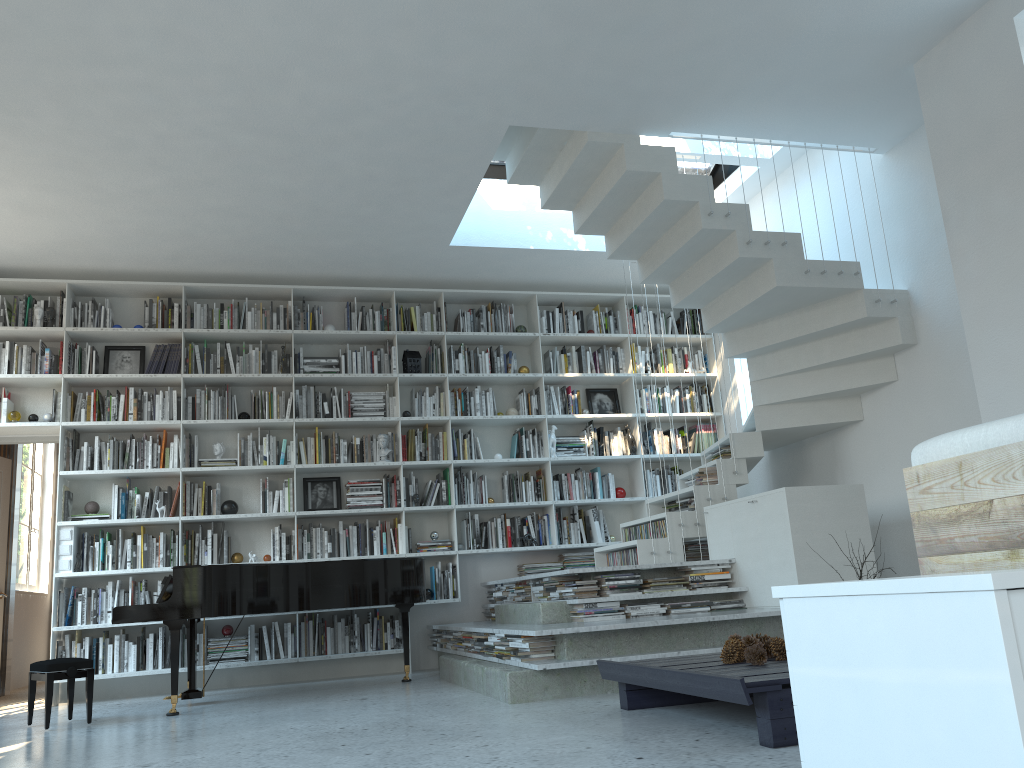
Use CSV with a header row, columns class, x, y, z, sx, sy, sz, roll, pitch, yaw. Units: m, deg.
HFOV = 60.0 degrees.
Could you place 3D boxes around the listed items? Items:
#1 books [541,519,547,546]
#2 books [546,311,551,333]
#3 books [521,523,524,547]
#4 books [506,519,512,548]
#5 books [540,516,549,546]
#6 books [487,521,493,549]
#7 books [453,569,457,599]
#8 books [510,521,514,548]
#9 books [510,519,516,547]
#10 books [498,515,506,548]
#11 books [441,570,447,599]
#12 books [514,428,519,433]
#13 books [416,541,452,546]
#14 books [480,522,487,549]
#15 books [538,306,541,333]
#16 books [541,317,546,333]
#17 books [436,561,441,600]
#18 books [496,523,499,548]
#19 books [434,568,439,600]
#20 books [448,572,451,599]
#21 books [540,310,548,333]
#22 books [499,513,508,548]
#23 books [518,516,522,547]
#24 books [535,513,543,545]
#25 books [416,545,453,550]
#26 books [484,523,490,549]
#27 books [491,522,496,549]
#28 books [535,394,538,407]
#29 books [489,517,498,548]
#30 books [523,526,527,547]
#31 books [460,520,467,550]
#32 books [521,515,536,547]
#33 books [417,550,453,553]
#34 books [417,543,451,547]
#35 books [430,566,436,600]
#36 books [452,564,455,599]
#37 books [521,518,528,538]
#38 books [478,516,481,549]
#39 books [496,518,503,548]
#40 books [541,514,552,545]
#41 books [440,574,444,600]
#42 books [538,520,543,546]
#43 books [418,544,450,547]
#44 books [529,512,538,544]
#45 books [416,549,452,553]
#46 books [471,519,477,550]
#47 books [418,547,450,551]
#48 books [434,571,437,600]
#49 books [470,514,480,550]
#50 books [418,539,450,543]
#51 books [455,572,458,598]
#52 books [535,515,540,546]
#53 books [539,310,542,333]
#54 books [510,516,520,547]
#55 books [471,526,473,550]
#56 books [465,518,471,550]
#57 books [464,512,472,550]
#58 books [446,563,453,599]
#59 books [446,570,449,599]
class,x,y,z,sx,sy,sz,roll,pitch,yaw
books,0.252,1.271,7.531,0.025,0.227,0.176,0,-14,-16
books,0.307,-0.516,7.995,0.026,0.241,0.185,0,-14,-16
books,0.069,1.285,7.494,0.022,0.210,0.136,0,-14,-16
books,-0.048,1.266,7.452,0.031,0.243,0.185,0,-14,-16
books,0.274,1.258,7.547,0.026,0.257,0.157,0,-14,-16
books,-0.200,1.276,7.426,0.029,0.234,0.142,0,-14,-16
books,-0.475,1.615,7.156,0.013,0.232,0.149,0,-14,-16
books,-0.024,1.272,7.473,0.025,0.237,0.157,0,-14,-16
books,-0.004,1.272,7.485,0.021,0.242,0.131,0,-14,-16
books,-0.086,1.251,7.466,0.012,0.284,0.160,0,-14,-16
books,-0.546,1.616,7.121,0.026,0.224,0.175,0,-14,-16
books,0.056,0.538,7.690,0.016,0.289,0.135,0,-14,-16
books,-0.640,1.300,7.232,0.285,0.012,0.160,-1,-14,-12
books,-0.253,1.275,7.400,0.065,0.231,0.162,0,-14,-16
books,0.216,-0.538,7.988,0.028,0.293,0.150,0,-14,-16
books,0.263,-0.488,7.968,0.022,0.182,0.190,0,-14,-16
books,-0.596,1.586,7.142,0.032,0.299,0.149,0,-14,-16
books,-0.143,1.281,7.440,0.012,0.221,0.153,0,-14,-16
books,-0.612,1.607,7.112,0.014,0.245,0.176,0,-14,-16
books,-0.517,1.622,7.127,0.011,0.211,0.179,0,-14,-16
books,0.280,-0.519,7.993,0.025,0.250,0.178,0,-14,-16
books,-0.069,1.242,7.449,0.012,0.292,0.175,0,-14,-16
books,0.044,1.259,7.492,0.026,0.262,0.170,0,-14,-16
books,0.225,1.253,7.561,0.012,0.281,0.144,0,-14,-16
books,-0.637,1.335,7.221,0.285,0.012,0.160,-1,-14,-13
books,-0.216,1.282,7.410,0.011,0.216,0.176,0,-14,-16
books,-0.173,1.278,7.429,0.024,0.227,0.160,0,-14,-16
books,0.200,0.211,7.802,0.013,0.220,0.156,0,-14,-16
books,-0.156,1.258,7.436,0.014,0.267,0.172,0,-14,-16
books,0.094,1.297,7.491,0.025,0.180,0.169,0,-14,-16
books,-0.399,1.265,7.366,0.012,0.253,0.161,0,-14,-16
books,0.147,1.255,7.513,0.070,0.265,0.186,0,-14,-16
books,-0.634,1.370,7.213,0.285,0.012,0.160,-1,-14,-13
books,-0.637,1.310,7.221,0.254,0.012,0.161,0,-14,-16
books,-0.636,1.601,7.116,0.005,0.263,0.163,0,-14,-16
books,-0.493,1.600,7.170,0.015,0.270,0.158,0,-14,-16
books,0.109,1.265,7.506,0.012,0.248,0.165,0,-14,-16
books,-0.290,1.251,7.389,0.010,0.276,0.174,0,-14,-16
books,-0.122,1.262,7.433,0.025,0.252,0.182,0,-14,-16
books,0.298,1.251,7.556,0.025,0.272,0.171,0,-14,-16
books,-0.571,1.633,7.136,0.013,0.202,0.139,0,-14,-16
books,0.221,1.277,7.527,0.013,0.219,0.169,0,-14,-16
books,-0.638,1.324,7.228,0.254,0.012,0.161,-2,-14,-11
books,0.183,1.244,7.536,0.013,0.293,0.135,0,-14,-16
books,-0.636,1.360,7.221,0.285,0.012,0.160,-2,-14,-11
books,-0.332,1.259,7.367,0.023,0.255,0.178,0,-14,-16
books,-0.636,1.347,7.221,0.254,0.012,0.161,-2,-14,-10
books,-0.629,1.620,7.123,0.012,0.228,0.130,0,-14,-16
books,-0.307,1.241,7.377,0.030,0.293,0.189,0,-14,-16
books,-0.639,1.287,7.228,0.254,0.012,0.161,-2,-14,-7
books,-0.465,1.631,7.168,0.012,0.205,0.161,0,-14,-16
books,0.200,1.258,7.538,0.021,0.264,0.150,0,-14,-16
books,0.235,-0.521,7.999,0.014,0.263,0.140,0,-14,-16
books,0.022,1.258,7.479,0.026,0.262,0.174,0,-14,-16
books,-0.355,1.273,7.383,0.015,0.240,0.153,0,-14,-16
books,-0.377,1.256,7.353,0.023,0.261,0.187,0,-14,-16
books,-0.363,1.230,7.364,0.010,0.315,0.187,0,-14,-16
books,-0.505,1.588,7.146,0.021,0.284,0.173,0,-14,-16
books,-0.533,1.619,7.141,0.012,0.225,0.149,0,-14,-16
